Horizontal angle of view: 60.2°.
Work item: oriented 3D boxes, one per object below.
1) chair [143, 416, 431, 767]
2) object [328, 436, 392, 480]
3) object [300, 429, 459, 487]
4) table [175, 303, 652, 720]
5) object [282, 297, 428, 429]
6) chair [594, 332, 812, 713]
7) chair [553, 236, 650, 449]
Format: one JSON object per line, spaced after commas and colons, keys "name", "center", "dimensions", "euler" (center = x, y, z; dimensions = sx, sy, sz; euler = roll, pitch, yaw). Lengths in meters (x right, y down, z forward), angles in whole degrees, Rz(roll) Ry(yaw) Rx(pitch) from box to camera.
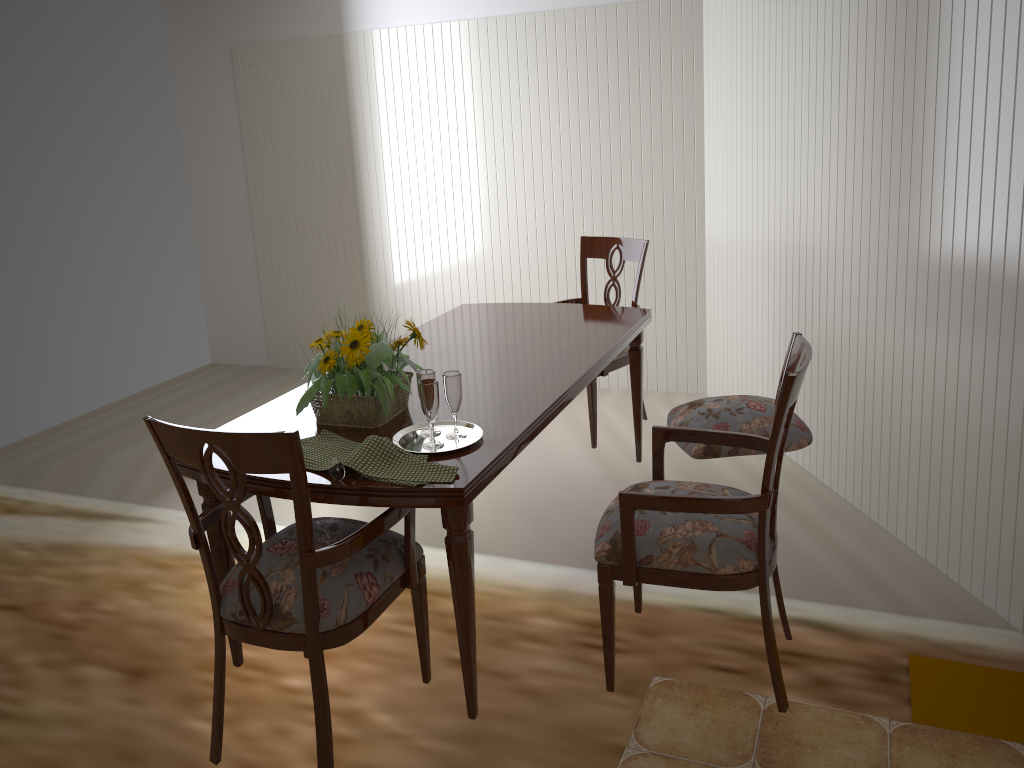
{"name": "chair", "center": [-0.435, 0.370, 1.844], "dimensions": [0.405, 0.732, 0.467], "euler": [2, 15, 22]}
{"name": "object", "center": [-0.310, 0.151, 1.827], "dimensions": [0.047, 0.046, 0.148], "euler": [7, 19, 34]}
{"name": "object", "center": [-0.338, 0.138, 1.862], "dimensions": [0.530, 0.055, 0.169], "euler": [9, 20, 35]}
{"name": "table", "center": [-0.125, 0.214, 2.601], "dimensions": [0.735, 0.548, 1.708], "euler": [3, 18, 22]}
{"name": "object", "center": [-0.379, -0.057, 2.146], "dimensions": [0.318, 0.331, 0.304], "euler": [0, 15, 14]}
{"name": "chair", "center": [0.419, 0.282, 1.966], "dimensions": [0.459, 0.733, 0.411], "euler": [2, 15, 19]}
{"name": "chair", "center": [0.300, -0.185, 3.524], "dimensions": [0.407, 0.733, 0.465], "euler": [10, 19, 43]}
